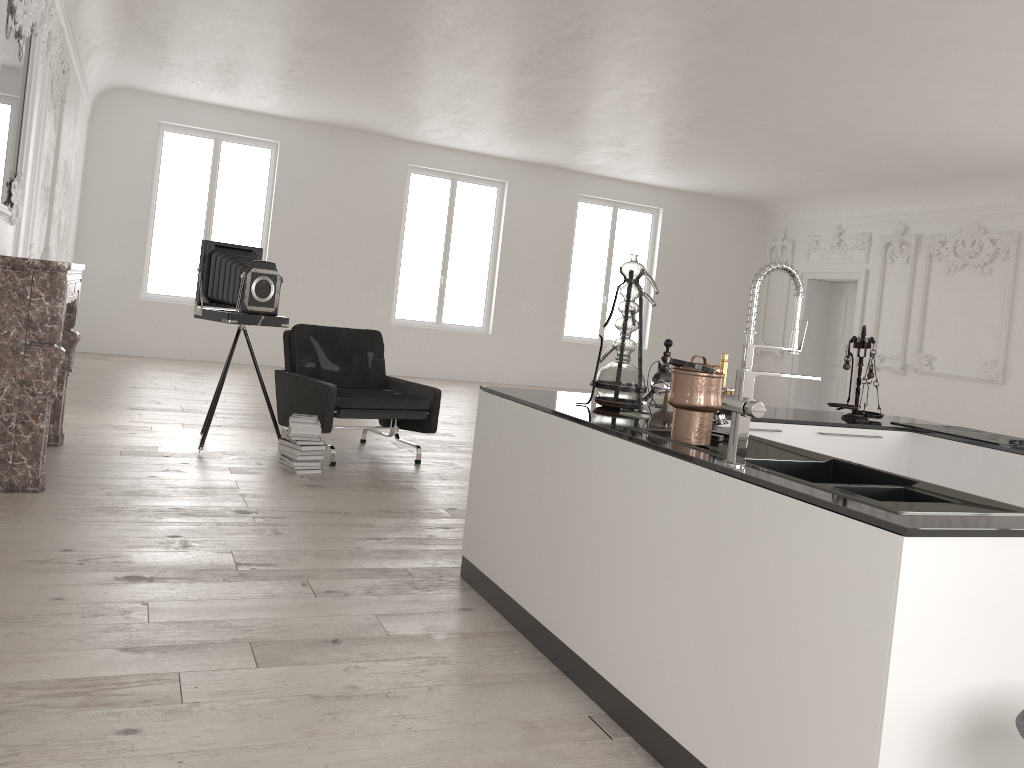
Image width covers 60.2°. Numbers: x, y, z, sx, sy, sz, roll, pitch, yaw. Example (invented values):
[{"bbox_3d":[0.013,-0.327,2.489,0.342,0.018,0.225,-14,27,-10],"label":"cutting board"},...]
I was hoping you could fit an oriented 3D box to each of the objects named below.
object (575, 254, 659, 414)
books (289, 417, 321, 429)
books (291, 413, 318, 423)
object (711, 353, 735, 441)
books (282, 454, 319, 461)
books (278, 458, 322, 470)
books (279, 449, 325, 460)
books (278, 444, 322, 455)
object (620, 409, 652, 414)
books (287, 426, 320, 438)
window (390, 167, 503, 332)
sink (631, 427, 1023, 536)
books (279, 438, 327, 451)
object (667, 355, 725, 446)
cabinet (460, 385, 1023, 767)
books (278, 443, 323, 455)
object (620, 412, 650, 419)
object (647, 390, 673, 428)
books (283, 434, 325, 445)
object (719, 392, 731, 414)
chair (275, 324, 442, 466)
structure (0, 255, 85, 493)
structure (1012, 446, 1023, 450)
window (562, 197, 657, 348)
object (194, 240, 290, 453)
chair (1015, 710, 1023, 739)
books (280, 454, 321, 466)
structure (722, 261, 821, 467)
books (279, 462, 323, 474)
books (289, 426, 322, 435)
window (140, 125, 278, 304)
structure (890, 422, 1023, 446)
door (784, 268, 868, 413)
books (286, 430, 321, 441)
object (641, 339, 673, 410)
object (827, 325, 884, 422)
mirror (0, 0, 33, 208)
[{"bbox_3d":[0.494,-0.225,3.764,0.319,0.650,0.293,7,1,20],"label":"object"},{"bbox_3d":[-1.432,0.265,6.098,0.205,0.026,0.291,5,5,-16],"label":"books"},{"bbox_3d":[-1.438,0.238,6.119,0.172,0.022,0.244,6,5,-9],"label":"books"},{"bbox_3d":[0.690,0.036,3.049,0.170,0.291,0.131,7,1,36],"label":"object"},{"bbox_3d":[-1.468,0.499,6.122,0.171,0.022,0.244,3,6,-35],"label":"books"},{"bbox_3d":[-1.464,0.550,6.107,0.198,0.025,0.276,3,6,-37],"label":"books"},{"bbox_3d":[-1.457,0.481,6.101,0.205,0.026,0.291,2,6,-41],"label":"books"},{"bbox_3d":[-1.465,0.448,6.110,0.193,0.030,0.254,2,6,-44],"label":"books"},{"bbox_3d":[0.597,0.113,3.504,0.123,0.045,0.378,4,5,-34],"label":"object"},{"bbox_3d":[-1.441,0.331,6.103,0.198,0.025,0.282,5,5,-18],"label":"books"},{"bbox_3d":[-1.076,-2.224,14.861,1.720,2.578,0.071,6,0,-23],"label":"window"},{"bbox_3d":[0.852,0.303,2.612,0.483,0.140,1.172,4,5,-24],"label":"sink"},{"bbox_3d":[-1.444,0.415,6.095,0.301,0.035,0.198,11,6,44],"label":"books"},{"bbox_3d":[0.584,0.047,2.848,0.187,0.279,0.208,7,2,17],"label":"object"},{"bbox_3d":[1.521,0.684,3.491,2.698,0.881,2.476,4,5,-23],"label":"cabinet"},{"bbox_3d":[-1.465,0.448,6.110,0.198,0.035,0.260,2,6,-44],"label":"books"},{"bbox_3d":[0.509,0.125,3.494,0.093,0.004,0.141,2,6,-43],"label":"object"},{"bbox_3d":[0.560,0.087,3.242,0.110,0.131,0.111,6,2,-18],"label":"object"},{"bbox_3d":[-1.439,0.383,6.108,0.198,0.025,0.279,3,6,-35],"label":"books"},{"bbox_3d":[0.978,0.063,4.237,0.318,0.110,0.383,8,5,21],"label":"object"},{"bbox_3d":[-1.247,0.057,6.941,0.970,0.962,1.093,4,3,-38],"label":"chair"},{"bbox_3d":[-3.005,-0.138,5.298,0.657,1.246,1.553,6,3,-24],"label":"structure"},{"bbox_3d":[2.611,0.342,3.632,0.519,0.014,0.847,4,5,-23],"label":"structure"},{"bbox_3d":[1.781,-2.009,16.098,1.720,2.578,0.071,6,0,-23],"label":"window"},{"bbox_3d":[-2.101,-0.296,6.675,0.658,1.521,0.708,7,1,41],"label":"object"},{"bbox_3d":[1.130,0.948,1.631,0.404,0.578,0.400,8,2,40],"label":"chair"},{"bbox_3d":[-1.462,0.525,6.103,0.198,0.025,0.282,3,5,-33],"label":"books"},{"bbox_3d":[0.755,-0.053,2.484,0.279,0.581,0.131,6,0,-23],"label":"structure"},{"bbox_3d":[-1.460,0.577,6.108,0.198,0.025,0.279,2,6,-40],"label":"books"},{"bbox_3d":[-1.427,0.300,6.091,0.198,0.041,0.312,5,5,-17],"label":"books"},{"bbox_3d":[-4.554,-2.486,13.356,1.720,2.578,0.071,6,0,-23],"label":"window"},{"bbox_3d":[2.300,0.244,4.363,0.505,0.021,0.631,4,5,-23],"label":"structure"},{"bbox_3d":[5.669,-0.685,15.405,0.652,2.590,1.569,6,1,-24],"label":"door"},{"bbox_3d":[-1.443,0.356,6.106,0.198,0.025,0.275,4,5,-22],"label":"books"},{"bbox_3d":[0.669,-0.048,3.938,0.203,0.312,0.223,6,2,-25],"label":"object"},{"bbox_3d":[1.781,-0.056,4.513,0.168,0.490,0.511,7,2,39],"label":"object"},{"bbox_3d":[-3.039,-1.809,5.352,0.009,1.570,1.442,6,2,-24],"label":"mirror"}]
